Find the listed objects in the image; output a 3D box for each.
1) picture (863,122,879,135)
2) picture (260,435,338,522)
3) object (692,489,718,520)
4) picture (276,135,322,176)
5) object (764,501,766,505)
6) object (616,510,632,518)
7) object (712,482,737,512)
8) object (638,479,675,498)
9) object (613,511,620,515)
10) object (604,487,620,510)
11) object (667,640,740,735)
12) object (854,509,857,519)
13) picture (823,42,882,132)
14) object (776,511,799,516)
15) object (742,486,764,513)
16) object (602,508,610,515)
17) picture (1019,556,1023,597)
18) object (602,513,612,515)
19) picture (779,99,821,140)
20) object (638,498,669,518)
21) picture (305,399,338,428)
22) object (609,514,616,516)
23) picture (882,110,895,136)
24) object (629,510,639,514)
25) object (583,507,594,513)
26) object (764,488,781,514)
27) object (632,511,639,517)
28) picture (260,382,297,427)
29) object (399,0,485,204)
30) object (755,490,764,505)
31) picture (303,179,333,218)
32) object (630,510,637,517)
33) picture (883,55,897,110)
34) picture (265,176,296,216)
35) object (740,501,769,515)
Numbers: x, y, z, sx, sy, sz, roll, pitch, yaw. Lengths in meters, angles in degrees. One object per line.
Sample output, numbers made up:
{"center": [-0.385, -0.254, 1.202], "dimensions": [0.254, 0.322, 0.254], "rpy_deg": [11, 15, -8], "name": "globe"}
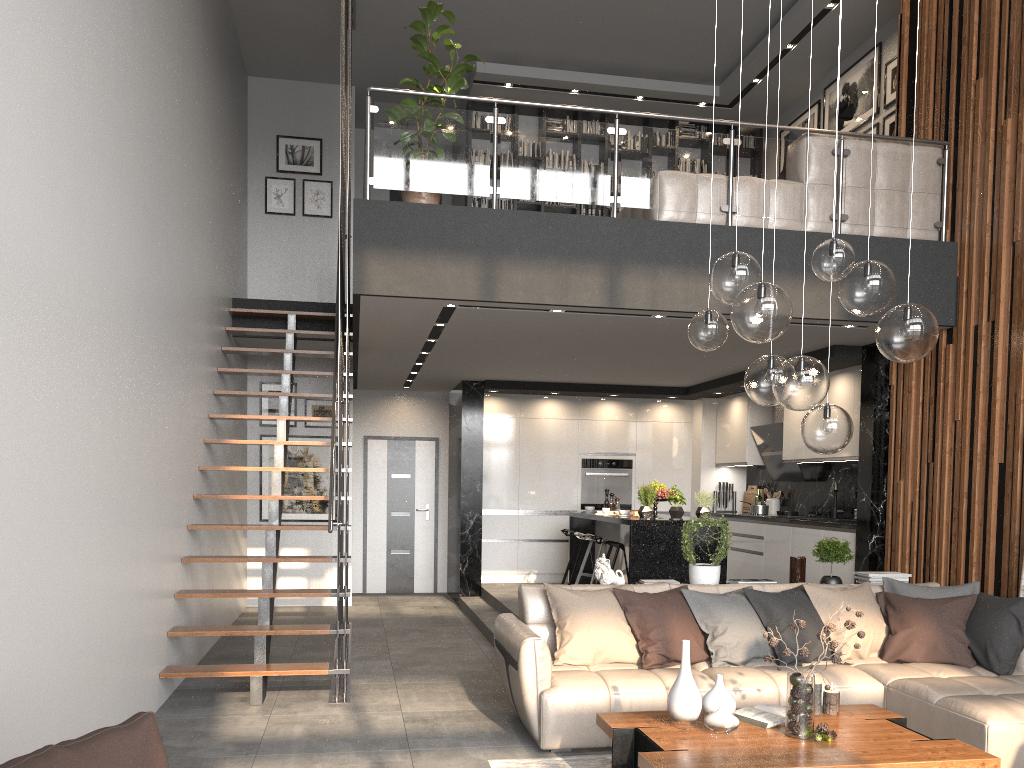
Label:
{"center": [3.383, -2.199, 8.347], "dimensions": [0.022, 0.442, 0.358], "rpy_deg": [0, -1, -10], "name": "picture"}
{"center": [-2.449, 1.089, 10.066], "dimensions": [0.872, 0.997, 0.024], "rpy_deg": [1, 3, -10], "name": "picture"}
{"center": [1.750, 1.093, 7.955], "dimensions": [0.221, 0.285, 0.211], "rpy_deg": [1, -1, 3], "name": "object"}
{"center": [-2.401, -2.583, 9.895], "dimensions": [0.504, 0.413, 0.024], "rpy_deg": [1, 2, -10], "name": "picture"}
{"center": [2.915, 1.434, 10.213], "dimensions": [0.180, 0.163, 0.273], "rpy_deg": [1, -4, -10], "name": "object"}
{"center": [1.052, 1.220, 8.221], "dimensions": [0.155, 0.070, 0.155], "rpy_deg": [5, -7, -41], "name": "object"}
{"center": [2.621, 1.393, 10.775], "dimensions": [0.322, 0.374, 0.066], "rpy_deg": [1, 2, -10], "name": "object"}
{"center": [1.357, 1.002, 8.238], "dimensions": [0.347, 0.215, 0.320], "rpy_deg": [2, -4, -13], "name": "object"}
{"center": [1.064, 1.288, 8.709], "dimensions": [0.074, 0.043, 0.128], "rpy_deg": [2, -6, -18], "name": "object"}
{"center": [1.120, 1.279, 9.644], "dimensions": [0.150, 0.284, 0.200], "rpy_deg": [1, 0, -27], "name": "object"}
{"center": [0.863, 1.356, 3.959], "dimensions": [0.316, 0.399, 0.320], "rpy_deg": [1, -1, 9], "name": "object"}
{"center": [3.245, 1.154, 7.880], "dimensions": [0.300, 0.195, 0.305], "rpy_deg": [1, -4, -7], "name": "object"}
{"center": [3.334, -2.794, 8.627], "dimensions": [0.025, 0.655, 0.994], "rpy_deg": [0, -4, -10], "name": "picture"}
{"center": [2.922, 1.387, 9.411], "dimensions": [0.352, 0.060, 0.233], "rpy_deg": [5, -7, -32], "name": "object"}
{"center": [2.912, 1.395, 10.590], "dimensions": [0.098, 0.331, 0.401], "rpy_deg": [1, -3, -10], "name": "object"}
{"center": [0.945, 1.282, 8.794], "dimensions": [0.077, 0.071, 0.084], "rpy_deg": [-1, -3, 39], "name": "object"}
{"center": [3.351, 1.142, 5.265], "dimensions": [0.101, 1.001, 0.728], "rpy_deg": [0, 0, -10], "name": "picture"}
{"center": [0.945, 1.298, 8.747], "dimensions": [0.130, 0.027, 0.027], "rpy_deg": [-4, -5, 39], "name": "object"}
{"center": [3.149, -2.442, 9.638], "dimensions": [0.025, 0.995, 0.872], "rpy_deg": [0, -1, -10], "name": "picture"}
{"center": [1.348, 1.167, 8.236], "dimensions": [0.367, 0.188, 0.368], "rpy_deg": [-4, -6, 43], "name": "object"}
{"center": [-2.176, 0.338, 10.081], "dimensions": [0.410, 0.336, 0.024], "rpy_deg": [1, 2, -10], "name": "picture"}
{"center": [1.055, 1.303, 8.710], "dimensions": [0.191, 0.012, 0.192], "rpy_deg": [-2, -7, 22], "name": "object"}
{"center": [3.483, -2.167, 7.773], "dimensions": [0.025, 0.644, 0.646], "rpy_deg": [0, -2, -10], "name": "picture"}
{"center": [1.389, 1.414, 9.685], "dimensions": [0.290, 0.030, 0.402], "rpy_deg": [2, -7, -11], "name": "object"}
{"center": [0.835, 1.356, 9.422], "dimensions": [0.155, 0.070, 0.155], "rpy_deg": [5, -7, -41], "name": "object"}
{"center": [2.976, 1.337, 9.967], "dimensions": [0.175, 0.306, 0.157], "rpy_deg": [1, 1, -7], "name": "object"}
{"center": [1.195, 1.250, 8.441], "dimensions": [0.074, 0.059, 0.060], "rpy_deg": [0, -2, 11], "name": "object"}
{"center": [-2.666, 0.235, 9.988], "dimensions": [0.410, 0.508, 0.024], "rpy_deg": [1, 3, -10], "name": "picture"}
{"center": [-0.549, -1.856, 6.002], "dimensions": [0.773, 1.474, 0.526], "rpy_deg": [1, 2, 10], "name": "object"}
{"center": [2.911, 1.383, 10.291], "dimensions": [0.089, 0.284, 0.081], "rpy_deg": [1, 2, -10], "name": "object"}
{"center": [-2.208, -2.107, 9.951], "dimensions": [0.333, 0.413, 0.024], "rpy_deg": [1, 3, -10], "name": "picture"}
{"center": [1.199, 1.256, 8.495], "dimensions": [0.131, 0.060, 0.070], "rpy_deg": [2, -3, -10], "name": "object"}
{"center": [3.483, -2.765, 7.816], "dimensions": [0.025, 0.411, 0.505], "rpy_deg": [0, -3, -10], "name": "picture"}
{"center": [-2.613, -2.119, 9.878], "dimensions": [0.333, 0.413, 0.024], "rpy_deg": [1, 3, -10], "name": "picture"}
{"center": [2.717, 1.384, 9.769], "dimensions": [0.200, 0.154, 0.349], "rpy_deg": [2, -5, -20], "name": "object"}
